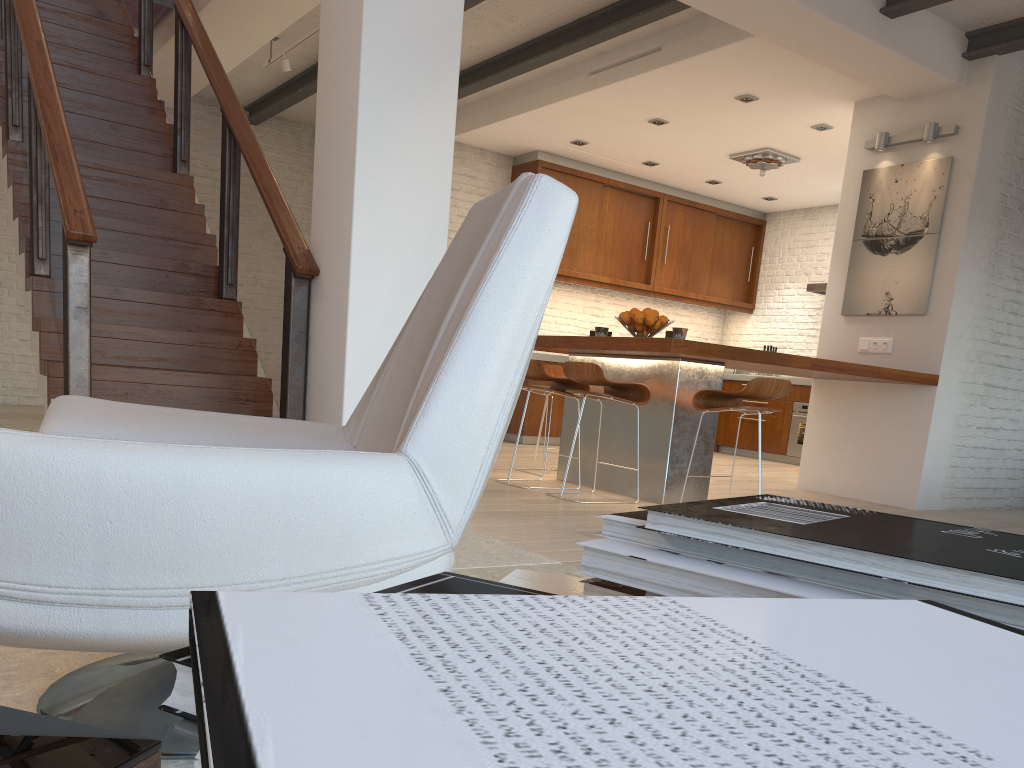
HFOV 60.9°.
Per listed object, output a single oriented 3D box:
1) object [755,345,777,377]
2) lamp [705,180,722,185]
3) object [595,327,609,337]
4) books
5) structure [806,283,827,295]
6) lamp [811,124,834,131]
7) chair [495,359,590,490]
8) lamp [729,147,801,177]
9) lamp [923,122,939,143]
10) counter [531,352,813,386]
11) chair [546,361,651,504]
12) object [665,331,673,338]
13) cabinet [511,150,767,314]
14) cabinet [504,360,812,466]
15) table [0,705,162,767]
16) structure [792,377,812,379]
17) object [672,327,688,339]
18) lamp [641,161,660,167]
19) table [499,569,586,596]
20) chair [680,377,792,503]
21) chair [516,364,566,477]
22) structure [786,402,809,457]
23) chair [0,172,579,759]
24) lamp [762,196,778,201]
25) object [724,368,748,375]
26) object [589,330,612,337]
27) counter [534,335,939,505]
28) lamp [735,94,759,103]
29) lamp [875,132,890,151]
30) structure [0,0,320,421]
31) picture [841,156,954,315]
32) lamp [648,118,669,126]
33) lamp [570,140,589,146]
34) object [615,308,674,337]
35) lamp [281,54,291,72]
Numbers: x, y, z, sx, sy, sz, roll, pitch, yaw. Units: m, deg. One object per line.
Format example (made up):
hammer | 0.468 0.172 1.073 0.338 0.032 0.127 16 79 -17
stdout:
object | 2.996 -0.263 10.216 0.066 0.383 0.314 -2 9 -35
lamp | 2.081 -2.099 8.986 0.124 0.056 0.121 4 3 -35
object | 0.571 -0.319 5.575 0.091 0.086 0.089 1 7 -38
books | 0.130 0.118 0.354 0.383 0.081 0.567 6 1 39
structure | 3.649 -1.443 8.952 0.457 1.014 0.964 -1 8 -35
lamp | 2.458 -2.051 6.906 0.124 0.056 0.121 4 3 -35
chair | 0.175 0.248 5.438 0.422 0.793 0.394 -1 10 -35
lamp | 2.283 -1.974 7.918 0.451 0.174 0.441 4 2 -35
lamp | 2.765 -1.660 5.754 0.080 0.107 0.078 4 7 -7
counter | 2.206 -0.098 8.618 3.339 0.071 3.452 5 0 -35
chair | 0.479 0.278 5.008 0.422 0.793 0.394 -1 10 -35
object | 0.957 -0.268 5.180 0.093 0.084 0.112 6 4 10
cabinet | 1.459 -1.555 9.584 3.348 1.192 0.449 4 8 -35
cabinet | 2.397 -0.620 8.948 4.747 2.899 2.232 6 7 19
table | -1.301 0.320 0.683 1.959 0.438 2.178 5 1 16
structure | 3.468 -0.039 9.179 0.591 0.032 0.795 5 0 -35
object | 0.967 -0.279 5.035 0.091 0.086 0.089 3 6 -20
lamp | 1.349 -2.161 8.478 0.124 0.056 0.121 4 3 -35
table | 0.151 0.416 0.442 0.492 0.515 0.487 7 6 15
chair | 1.264 0.350 4.829 0.404 0.793 0.412 -1 10 -35
chair | 0.302 0.254 6.192 0.404 0.793 0.412 -1 10 -35
structure | 3.359 0.514 9.241 0.501 0.590 0.655 1 7 -35
chair | -0.430 0.104 1.623 0.975 1.039 1.002 3 6 -18
lamp | 2.811 -2.037 9.494 0.124 0.056 0.121 4 3 -35
object | 2.670 -0.187 10.606 0.250 0.163 0.338 3 3 -35
object | 0.580 -0.306 5.723 0.094 0.084 0.112 2 5 -35
counter | 1.323 0.271 5.886 2.501 0.940 1.651 4 3 -35
lamp | 1.726 -2.113 6.397 0.124 0.056 0.121 4 3 -35
lamp | 2.564 -1.680 6.038 0.080 0.107 0.078 4 7 -7
structure | -0.515 -1.529 4.344 13.879 4.230 9.951 4 2 -35
picture | 2.652 -0.996 6.053 0.020 1.039 0.639 -3 11 -35
lamp | 1.202 -2.166 7.140 0.124 0.056 0.121 4 3 -35
lamp | 0.617 -2.224 7.969 0.124 0.056 0.121 4 3 -35
object | 0.812 -0.353 5.390 0.363 0.227 0.359 6 4 20
lamp | -1.688 -2.389 6.509 0.059 0.132 0.085 9 9 25
